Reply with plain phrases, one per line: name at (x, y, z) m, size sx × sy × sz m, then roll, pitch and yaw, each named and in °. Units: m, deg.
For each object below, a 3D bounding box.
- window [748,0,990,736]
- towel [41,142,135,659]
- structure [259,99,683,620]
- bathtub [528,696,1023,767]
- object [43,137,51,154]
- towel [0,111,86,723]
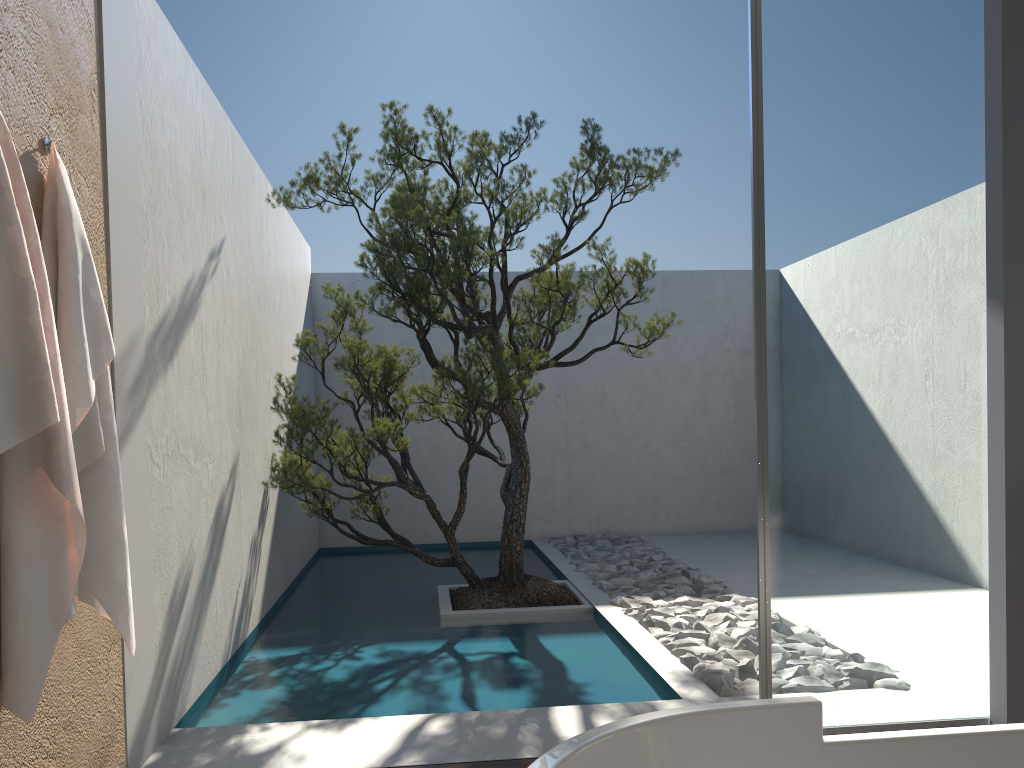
window at (1.831, -0.178, 3.354) m, size 1.885 × 3.007 × 0.021 m, roll -1°, pitch 2°, yaw -6°
towel at (-1.227, 0.061, 2.551) m, size 0.174 × 1.511 × 0.416 m, roll -1°, pitch 1°, yaw -3°
structure at (-0.330, 0.003, 5.948) m, size 2.585 × 3.474 × 2.519 m, roll -1°, pitch 0°, yaw -13°
bathtub at (1.040, 0.888, 1.208) m, size 2.098 × 0.712 × 0.913 m, roll -1°, pitch -1°, yaw -6°
object at (-1.322, -0.681, 2.528) m, size 0.019 × 0.046 × 0.046 m, roll -2°, pitch 0°, yaw -6°
towel at (-1.199, 0.060, 2.206) m, size 0.181 × 1.544 × 0.400 m, roll -1°, pitch 1°, yaw 1°
